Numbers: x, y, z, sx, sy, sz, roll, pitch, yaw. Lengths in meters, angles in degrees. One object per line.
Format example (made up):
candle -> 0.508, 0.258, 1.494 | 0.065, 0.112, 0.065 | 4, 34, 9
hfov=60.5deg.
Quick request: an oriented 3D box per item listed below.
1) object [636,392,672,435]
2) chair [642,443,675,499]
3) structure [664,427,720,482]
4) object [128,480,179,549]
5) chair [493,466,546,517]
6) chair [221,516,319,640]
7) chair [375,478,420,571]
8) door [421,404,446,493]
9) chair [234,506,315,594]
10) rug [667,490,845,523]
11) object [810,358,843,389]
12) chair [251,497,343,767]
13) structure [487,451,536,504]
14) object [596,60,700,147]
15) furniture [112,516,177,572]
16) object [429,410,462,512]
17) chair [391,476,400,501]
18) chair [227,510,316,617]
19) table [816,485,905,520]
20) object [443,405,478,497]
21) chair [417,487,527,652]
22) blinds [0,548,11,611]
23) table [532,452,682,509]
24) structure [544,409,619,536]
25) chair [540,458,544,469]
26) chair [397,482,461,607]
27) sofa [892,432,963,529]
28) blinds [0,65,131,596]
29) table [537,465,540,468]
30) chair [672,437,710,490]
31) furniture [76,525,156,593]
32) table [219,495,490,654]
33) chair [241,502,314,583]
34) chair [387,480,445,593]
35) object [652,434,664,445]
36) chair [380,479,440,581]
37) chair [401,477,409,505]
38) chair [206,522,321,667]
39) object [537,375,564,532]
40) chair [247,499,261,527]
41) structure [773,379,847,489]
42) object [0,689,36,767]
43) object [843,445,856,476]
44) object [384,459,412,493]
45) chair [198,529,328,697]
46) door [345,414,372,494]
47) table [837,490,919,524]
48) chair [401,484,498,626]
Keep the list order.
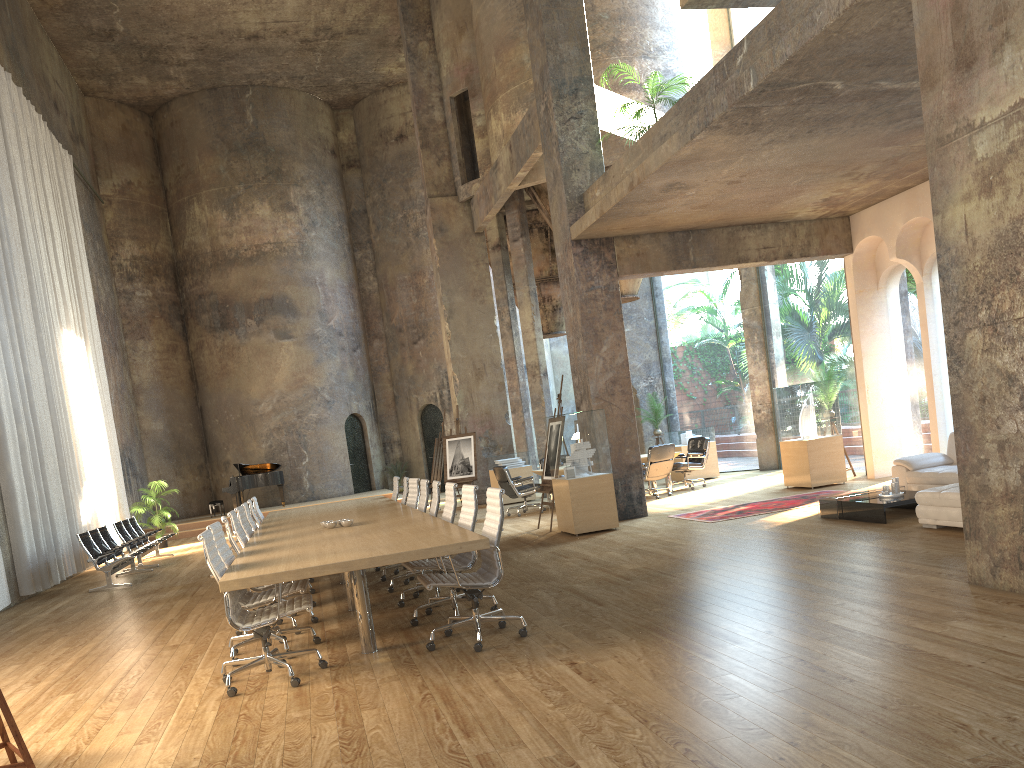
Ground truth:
object -> 2.923, 0.623, 18.460 | 0.856, 0.946, 0.687 | -8, 2, -10
chair -> 2.319, 1.491, 14.867 | 0.722, 0.898, 0.826 | -9, 1, -40
structure -> 3.585, 1.414, 17.537 | 0.732, 1.021, 0.743 | -8, 2, -13
object -> -7.618, 2.804, 18.838 | 1.084, 1.466, 1.131 | -8, 2, -22
chair -> 0.168, 1.799, 15.093 | 0.816, 0.898, 0.730 | -8, 1, -17
chair -> -2.050, 1.577, 7.385 | 0.696, 1.032, 0.664 | -8, 2, -14
chair -> -1.360, 1.666, 10.461 | 0.696, 1.032, 0.664 | -8, 2, -14
door -> -2.193, 1.882, 25.830 | 0.908, 2.649, 0.109 | -6, 5, 29
chair -> -2.476, 1.740, 9.147 | 0.698, 1.032, 0.662 | -8, 2, -5
rug -> 3.422, 1.584, 11.506 | 2.452, 0.009, 1.347 | -7, -3, -13
object -> 4.878, 0.074, 13.732 | 0.683, 0.946, 0.861 | -8, 1, -23
chair -> -0.365, 1.652, 12.406 | 12.896, 1.037, 31.534 | -7, -3, -14
structure -> -0.010, 1.937, 18.055 | 0.740, 1.021, 0.734 | -8, 2, -13
object -> 1.872, -3.202, 11.399 | 1.398, 1.821, 1.352 | -8, 2, -7
furniture -> -6.420, 2.749, 15.509 | 0.705, 0.846, 1.873 | -8, -2, -14
object -> -1.521, 1.651, 18.905 | 0.687, 2.161, 0.693 | -7, 4, 13
chair -> -1.799, 1.825, 12.125 | 0.697, 1.032, 0.663 | -8, 2, -8
chair -> -2.276, 1.662, 8.290 | 0.697, 1.032, 0.663 | -8, 2, -8
table -> 3.849, 1.301, 9.680 | 0.856, 0.248, 0.370 | -7, -1, -13
object -> -0.984, 1.469, 17.091 | 0.705, 2.161, 0.676 | -7, 4, 19
chair -> -0.312, 1.257, 6.006 | 0.697, 1.032, 0.663 | -8, 2, -8
blinds -> -6.164, -1.787, 7.302 | 0.274, 8.700, 7.823 | -9, 1, -13
table -> 1.682, 1.707, 15.433 | 2.400, 0.704, 1.105 | -7, -1, -13
structure -> 0.894, 1.150, 11.412 | 0.592, 1.558, 0.741 | -9, 3, -13
chair -> 0.912, 1.753, 16.033 | 0.728, 0.898, 0.819 | -8, 1, -7
chair -> -0.741, 1.424, 7.822 | 0.697, 1.032, 0.663 | -8, 2, -8
sofa -> 4.628, 0.899, 8.818 | 2.055, 0.725, 2.931 | -7, -3, -14
blinds -> -8.155, -1.015, 15.711 | 0.274, 8.700, 7.823 | -9, 1, -13
table -> 0.089, 2.360, 21.448 | 1.863, 0.550, 0.942 | -7, -2, -13
chair -> 3.106, 1.436, 15.753 | 0.816, 0.898, 0.731 | -8, 1, -19
furniture -> -5.870, 2.536, 13.186 | 0.705, 0.846, 1.873 | -8, -2, -14
table -> -1.748, 1.763, 8.990 | 1.594, 0.762, 7.722 | -7, -3, -14
chair -> -2.686, 1.821, 10.021 | 0.697, 1.032, 0.663 | -8, 2, -8
chair -> -0.951, 1.505, 8.695 | 0.698, 1.032, 0.662 | -8, 2, -5
object -> 3.220, 1.543, 18.489 | 0.574, 0.979, 0.651 | -7, 2, 23
chair -> -1.151, 1.583, 9.552 | 0.697, 1.032, 0.663 | -8, 2, -8
chair -> -1.566, 1.743, 11.292 | 0.698, 1.032, 0.662 | -8, 2, -5
chair -> -1.853, 1.501, 6.552 | 0.698, 1.032, 0.662 | -8, 2, -5
object -> 0.631, 0.961, 12.254 | 0.681, 2.161, 0.699 | -9, 4, -14
chair -> -2.899, 1.903, 10.913 | 0.697, 1.032, 0.664 | -8, 2, -10
structure -> 4.465, 0.766, 13.173 | 0.592, 1.558, 0.741 | -9, 3, -13
object -> -2.572, 1.333, 4.233 | 0.573, 1.306, 0.650 | -7, 3, 20
object -> 4.949, 1.027, 13.783 | 0.574, 0.979, 0.650 | -6, 3, 41
object -> -3.347, 2.718, 26.029 | 0.911, 0.997, 0.904 | -8, 1, -2
chair -> -1.626, 1.420, 5.718 | 0.697, 1.032, 0.663 | -8, 2, -8
door -> -4.497, 1.997, 25.303 | 0.092, 2.312, 0.890 | -5, 4, 35
table -> 3.937, 1.289, 9.322 | 0.787, 0.204, 1.111 | -7, -3, -14
chair -> -0.528, 1.342, 6.929 | 0.697, 1.032, 0.664 | -8, 2, -10
